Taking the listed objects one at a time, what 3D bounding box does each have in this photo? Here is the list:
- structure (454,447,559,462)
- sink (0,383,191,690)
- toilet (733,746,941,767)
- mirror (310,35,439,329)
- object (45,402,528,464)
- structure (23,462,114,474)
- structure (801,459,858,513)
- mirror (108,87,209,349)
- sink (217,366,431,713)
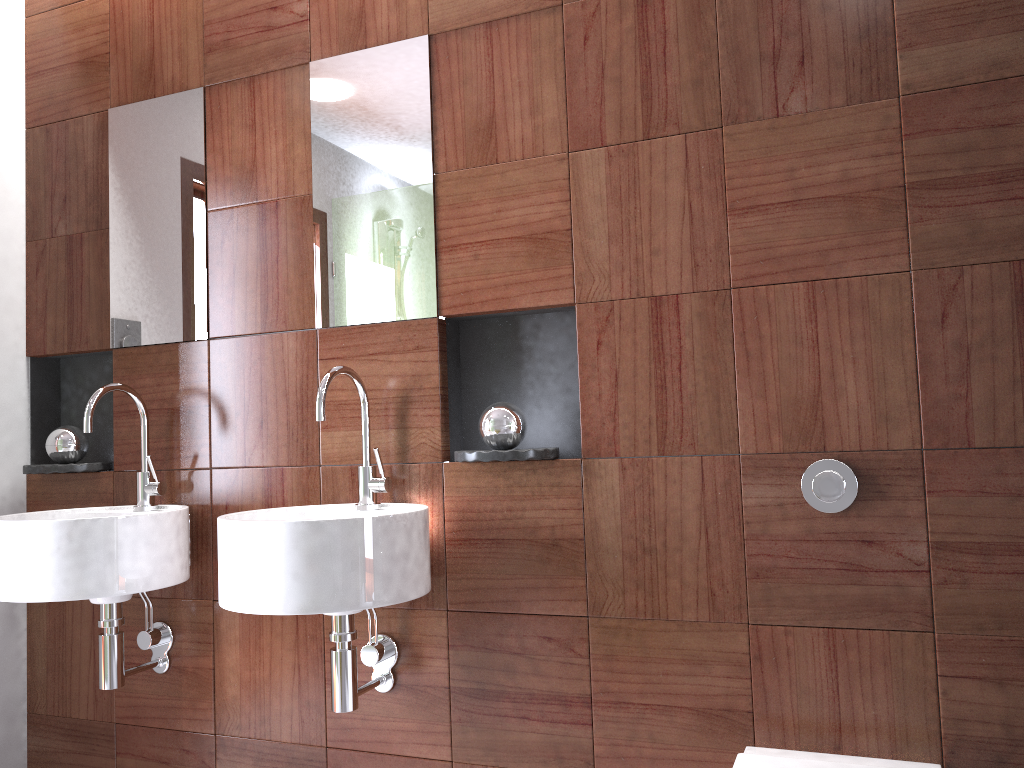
[{"bbox_3d":[-0.011,0.149,1.872,0.220,0.023,0.222,-3,-4,12],"label":"structure"},{"bbox_3d":[-0.957,0.351,2.027,0.415,0.715,0.417,-4,-4,22],"label":"sink"},{"bbox_3d":[0.489,0.770,1.334,0.329,0.284,0.547,-4,-4,22],"label":"toilet"},{"bbox_3d":[-0.320,-0.454,2.024,0.316,0.635,0.010,-4,-4,22],"label":"mirror"},{"bbox_3d":[-0.595,0.125,2.100,1.350,0.104,0.104,-4,-4,22],"label":"object"},{"bbox_3d":[-1.168,0.221,2.346,0.222,0.023,0.220,-1,-4,-18],"label":"structure"},{"bbox_3d":[0.573,0.185,1.603,0.098,0.098,0.034,-4,-4,22],"label":"structure"},{"bbox_3d":[-0.905,-0.418,2.264,0.316,0.635,0.010,-4,-4,22],"label":"mirror"},{"bbox_3d":[-0.374,0.315,1.788,0.415,0.715,0.417,-4,-4,22],"label":"sink"}]
